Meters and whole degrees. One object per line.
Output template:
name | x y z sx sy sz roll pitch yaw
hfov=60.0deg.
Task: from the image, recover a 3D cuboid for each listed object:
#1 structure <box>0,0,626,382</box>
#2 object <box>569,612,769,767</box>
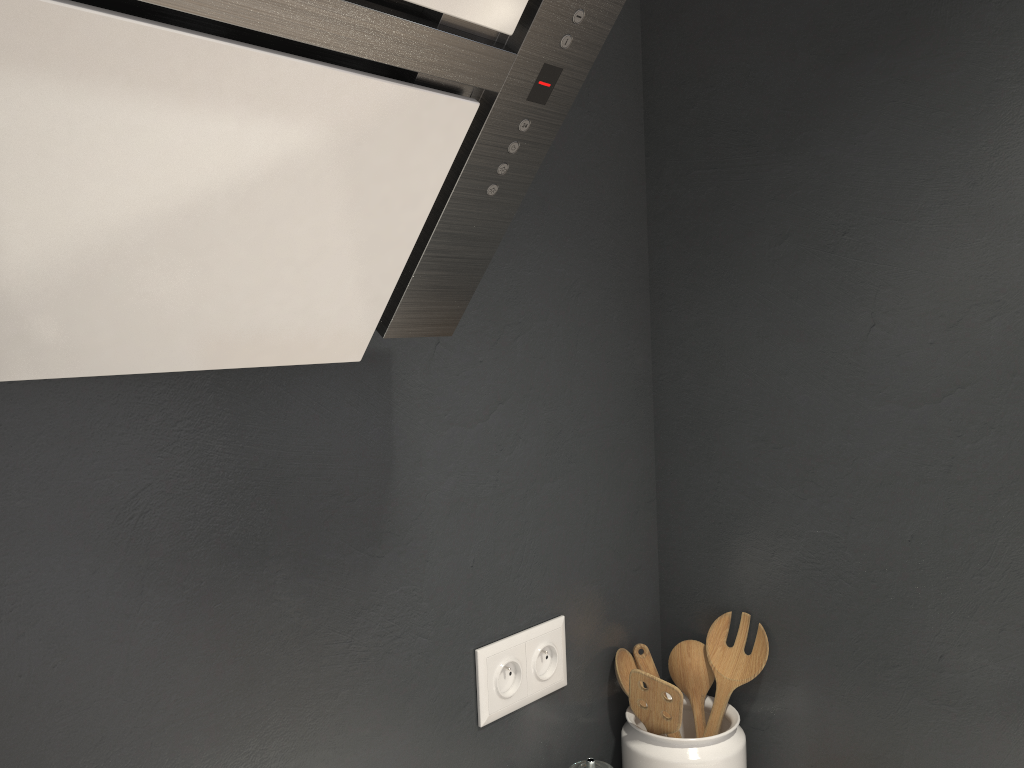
structure | -0.289 -0.494 0.371 0.407 0.998 0.898 0 4 43
object | 0.179 0.455 1.019 0.221 0.316 0.330 0 4 43
